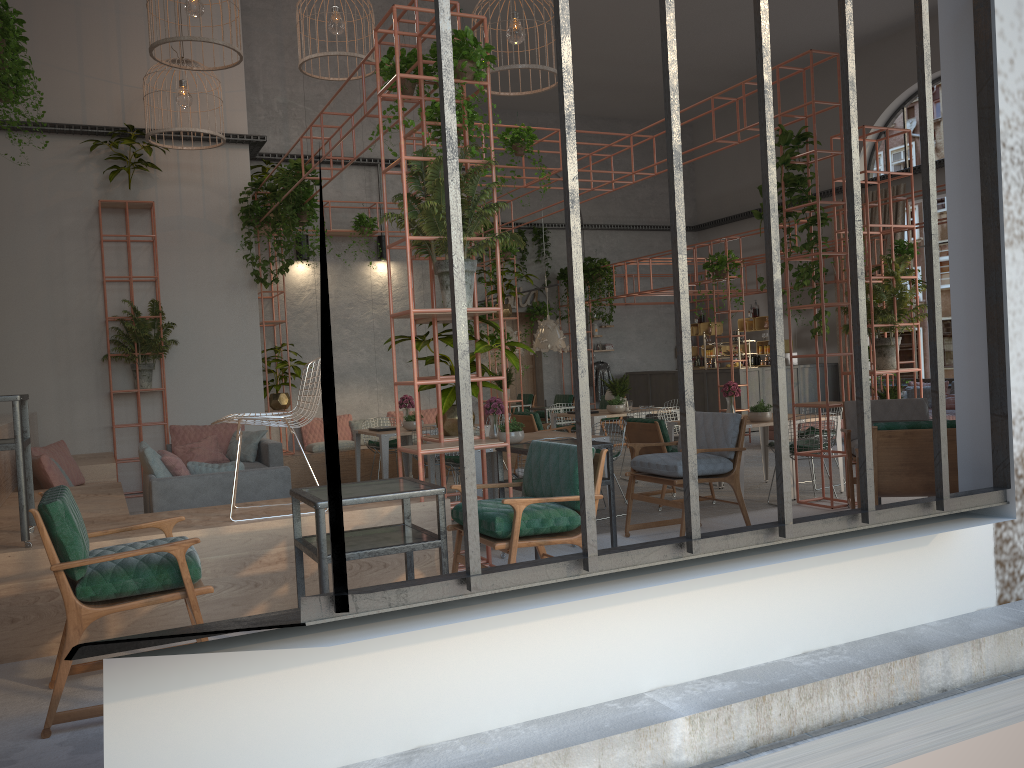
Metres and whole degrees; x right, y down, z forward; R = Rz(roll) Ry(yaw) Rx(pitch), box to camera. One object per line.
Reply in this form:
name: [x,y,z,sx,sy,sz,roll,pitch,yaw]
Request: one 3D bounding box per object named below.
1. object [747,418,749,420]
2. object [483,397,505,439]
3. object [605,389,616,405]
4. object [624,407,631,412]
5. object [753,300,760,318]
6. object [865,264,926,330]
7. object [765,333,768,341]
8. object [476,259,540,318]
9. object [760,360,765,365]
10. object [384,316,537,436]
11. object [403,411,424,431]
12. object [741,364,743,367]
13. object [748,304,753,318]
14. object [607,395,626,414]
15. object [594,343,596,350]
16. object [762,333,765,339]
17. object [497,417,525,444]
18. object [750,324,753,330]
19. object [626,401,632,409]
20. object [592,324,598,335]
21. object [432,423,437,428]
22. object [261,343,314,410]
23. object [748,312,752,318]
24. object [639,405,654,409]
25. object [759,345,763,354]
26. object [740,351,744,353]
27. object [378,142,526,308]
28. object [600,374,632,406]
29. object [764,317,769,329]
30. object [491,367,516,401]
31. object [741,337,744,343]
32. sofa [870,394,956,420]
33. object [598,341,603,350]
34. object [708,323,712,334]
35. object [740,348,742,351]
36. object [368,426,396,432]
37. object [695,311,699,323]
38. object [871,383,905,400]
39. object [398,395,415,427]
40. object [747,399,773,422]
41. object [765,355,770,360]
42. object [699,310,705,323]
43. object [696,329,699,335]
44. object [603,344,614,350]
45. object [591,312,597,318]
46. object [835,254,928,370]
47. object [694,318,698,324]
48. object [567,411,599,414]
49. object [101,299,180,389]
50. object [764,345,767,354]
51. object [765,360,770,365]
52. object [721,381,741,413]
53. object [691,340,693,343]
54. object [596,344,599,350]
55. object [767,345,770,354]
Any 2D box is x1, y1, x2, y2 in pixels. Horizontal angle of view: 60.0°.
object: [2.573,0.359,9.529,0.115,0.073,0.115,-4,1,-31]
object: [-0.169,0.331,8.779,0.213,0.414,0.225,-4,1,-33]
object: [1.432,0.222,12.503,0.241,0.313,0.241,-3,1,20]
object: [1.554,0.339,12.001,0.115,0.078,0.115,-4,1,-19]
object: [5.331,-1.644,19.367,0.134,0.386,0.134,-4,2,-36]
object: [5.264,-1.235,12.218,0.923,0.946,0.924,-2,1,31]
object: [5.437,-1.004,18.941,0.083,0.159,0.083,-3,1,20]
object: [-0.091,-1.480,13.543,0.934,0.947,0.903,-2,1,26]
object: [5.402,-0.454,19.057,0.115,0.107,0.115,-4,1,-28]
object: [-0.346,-0.103,6.173,0.934,0.923,0.903,-2,1,31]
object: [-1.175,0.431,10.546,0.248,0.247,0.254,-4,1,-25]
object: [4.512,-0.387,17.649,0.240,0.104,0.073,-4,2,-44]
object: [5.284,-1.604,19.556,0.134,0.301,0.134,-4,2,-36]
object: [1.376,0.267,11.744,0.248,0.247,0.254,-4,1,-25]
object: [1.942,-0.871,20.827,0.055,0.164,0.092,-3,1,-6]
object: [5.398,-1.004,19.023,0.083,0.159,0.083,-3,1,20]
object: [-0.013,0.422,8.071,0.247,0.247,0.252,-4,1,-25]
object: [5.261,-1.235,19.326,0.123,0.142,0.141,-4,1,-25]
object: [1.646,0.296,12.455,0.095,0.119,0.095,-3,1,-1]
object: [1.945,-1.308,20.812,0.136,0.336,0.145,-3,1,-11]
object: [-0.916,0.499,10.840,0.115,0.078,0.115,-4,1,-19]
object: [-3.192,-0.105,12.111,0.934,0.919,0.903,-2,2,36]
object: [5.196,-1.505,19.337,0.088,0.123,0.088,-2,1,31]
object: [1.889,0.322,12.443,0.218,0.041,0.218,-3,1,-17]
object: [5.354,-0.736,19.080,0.069,0.191,0.069,-3,1,-13]
object: [4.540,-0.644,17.609,0.152,0.058,0.095,-4,2,-35]
object: [-0.380,-1.028,5.710,0.894,1.101,0.900,-2,1,29]
object: [1.458,0.110,12.175,0.438,0.527,0.368,-4,1,-25]
object: [5.475,-1.299,19.007,0.137,0.261,0.137,-3,1,11]
object: [-0.140,-0.008,13.605,0.438,0.527,0.368,-4,1,-25]
object: [5.162,-1.002,19.836,0.115,0.147,0.115,-3,1,-16]
sofa: [6.617,0.553,14.662,1.960,0.672,2.219,-4,1,-25]
object: [2.082,-0.900,20.879,0.081,0.204,0.081,-4,1,-25]
object: [4.659,-1.293,20.745,0.137,0.261,0.137,-3,1,11]
object: [4.473,-0.668,17.556,0.142,0.087,0.094,-3,1,-17]
object: [-1.583,0.553,10.923,0.268,0.031,0.427,-4,1,-25]
object: [4.468,-1.597,21.294,0.134,0.301,0.134,-4,2,-36]
object: [5.241,0.233,12.300,0.438,0.527,0.368,-4,1,-25]
object: [-1.334,0.340,11.260,0.213,0.414,0.225,-4,1,-33]
object: [2.576,0.282,9.234,0.247,0.247,0.252,-4,1,-25]
object: [5.485,-0.562,19.022,0.115,0.107,0.115,-2,1,31]
object: [4.515,-1.638,21.104,0.134,0.386,0.134,-3,1,9]
object: [4.445,-1.229,21.063,0.123,0.142,0.141,-4,1,-25]
object: [2.278,-0.880,20.971,0.219,0.149,0.129,-4,1,-25]
object: [1.926,-1.611,20.796,0.133,0.145,0.133,-2,1,27]
object: [3.605,-0.691,8.588,0.894,1.100,0.900,-3,1,4]
object: [4.380,-1.498,21.074,0.088,0.123,0.088,-2,1,31]
object: [0.968,0.388,12.121,0.268,0.031,0.427,-4,1,-25]
object: [-4.547,-0.489,10.881,0.894,1.097,0.900,-3,1,4]
object: [5.423,-0.736,18.932,0.069,0.191,0.069,-3,1,10]
object: [5.458,-0.454,18.940,0.115,0.107,0.115,-2,1,31]
object: [2.480,0.173,10.024,0.213,0.414,0.225,-4,1,-33]
object: [4.346,-0.996,21.574,0.115,0.147,0.115,-3,1,20]
object: [2.010,-0.868,20.836,0.063,0.151,0.063,-4,2,-39]
object: [5.462,-0.737,18.850,0.069,0.191,0.069,-3,1,-8]
